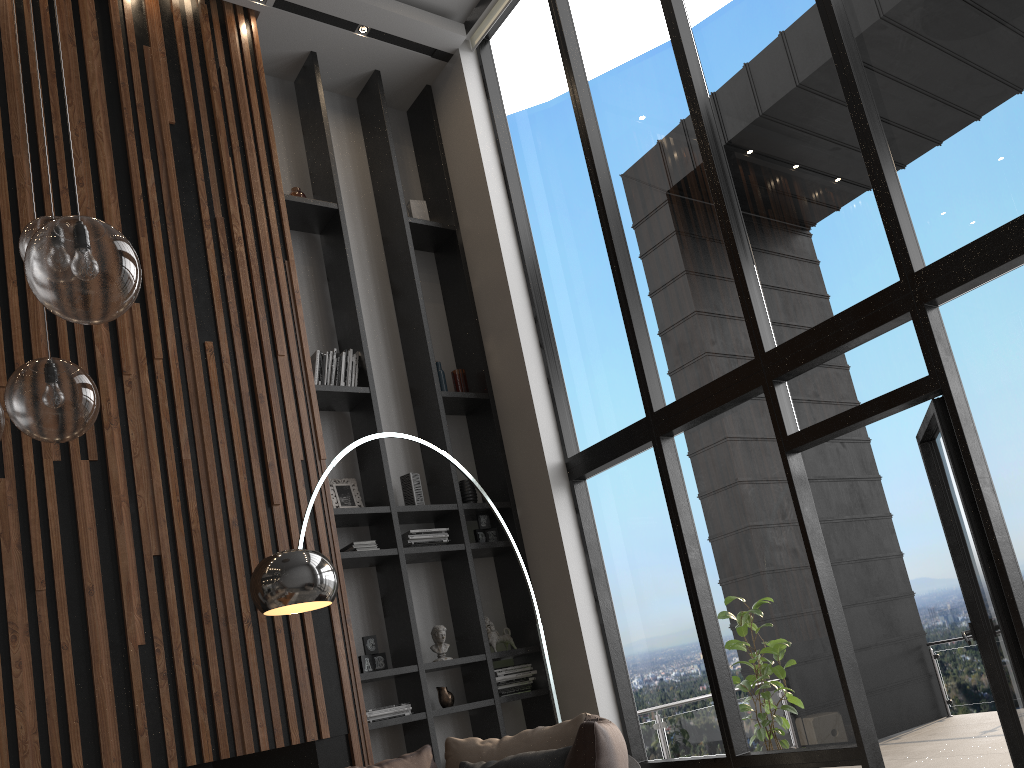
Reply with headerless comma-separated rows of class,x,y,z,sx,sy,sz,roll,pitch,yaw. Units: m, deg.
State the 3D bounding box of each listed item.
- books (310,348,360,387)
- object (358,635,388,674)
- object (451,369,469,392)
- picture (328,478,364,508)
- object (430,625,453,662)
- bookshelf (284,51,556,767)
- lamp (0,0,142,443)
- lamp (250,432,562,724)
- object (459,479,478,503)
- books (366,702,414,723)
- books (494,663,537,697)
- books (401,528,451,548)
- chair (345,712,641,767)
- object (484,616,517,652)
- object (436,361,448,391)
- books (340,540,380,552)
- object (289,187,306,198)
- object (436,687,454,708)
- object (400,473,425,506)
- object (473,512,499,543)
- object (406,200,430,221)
books,-1.195,-0.067,5.797,0.366,0.289,0.193,1,-18,-36
object,-0.875,1.686,5.448,0.188,0.227,0.061,0,-17,-39
object,-0.374,0.015,6.401,0.105,0.222,0.102,-21,-16,36
picture,-1.090,0.736,5.688,0.215,0.262,0.118,-1,-17,-36
object,-0.475,1.702,5.726,0.138,0.236,0.141,-12,-13,3
bookshelf,-0.805,0.162,6.037,1.454,5.138,0.350,-2,-14,-37
lamp,-1.733,-1.967,2.432,1.228,4.830,1.274,-2,-15,-40
lamp,-0.283,1.310,3.901,0.327,2.254,2.064,-18,-16,27
object,-0.316,0.794,6.212,0.141,0.210,0.145,3,-20,-45
books,-0.789,2.018,5.354,0.322,0.075,0.227,3,-23,-36
books,-0.036,2.021,5.948,0.373,0.184,0.226,2,-21,-36
books,-0.597,1.059,5.860,0.322,0.124,0.227,3,-22,-36
chair,-0.144,1.879,3.499,1.437,0.869,1.546,-8,-18,-11
object,-0.111,1.724,6.044,0.252,0.271,0.135,4,-20,-44
object,-0.514,-0.020,6.302,0.078,0.283,0.081,-11,-12,-2
books,-0.990,1.065,5.575,0.175,0.069,0.340,2,-23,-36
object,-1.480,-1.264,6.040,0.131,0.166,0.134,-15,-15,12
object,-0.429,2.028,5.678,0.100,0.138,0.106,-12,-14,0
object,-0.672,0.741,5.925,0.107,0.251,0.105,-19,-15,31
object,-0.191,1.019,6.124,0.188,0.225,0.061,-1,-15,-34
object,-0.704,-1.253,6.631,0.133,0.252,0.087,-5,-14,-27
